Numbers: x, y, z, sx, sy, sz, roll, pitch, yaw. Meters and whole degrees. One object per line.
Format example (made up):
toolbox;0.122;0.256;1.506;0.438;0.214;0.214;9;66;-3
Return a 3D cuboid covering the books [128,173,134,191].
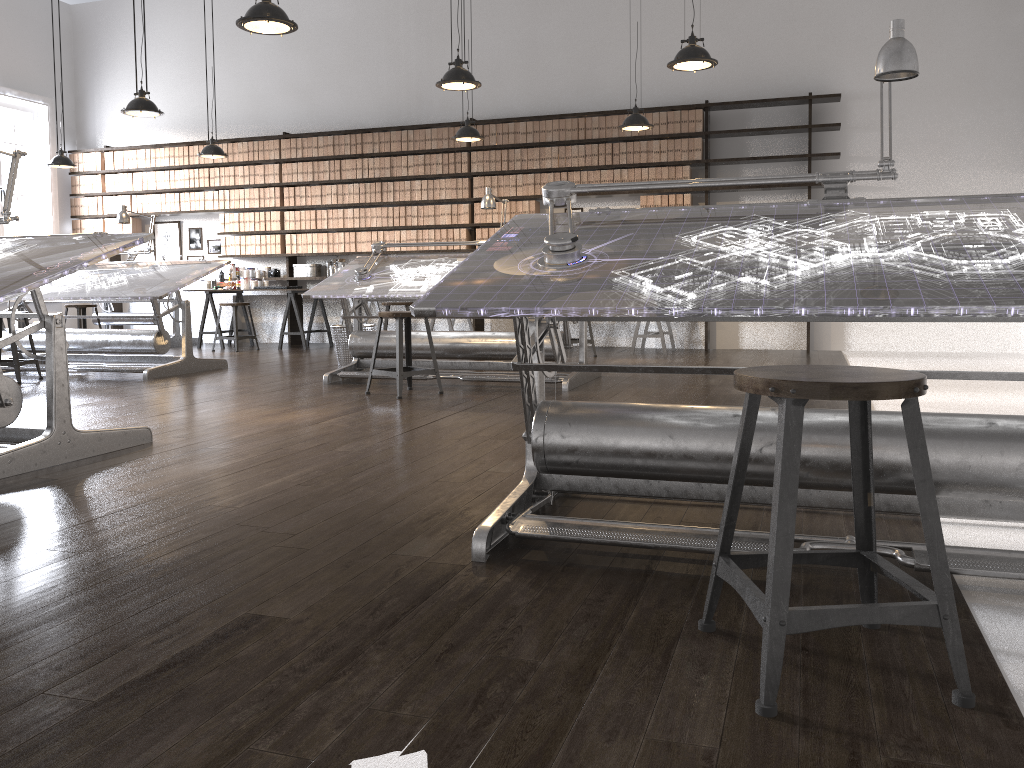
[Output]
books;-4.689;-2.501;11.021;0.067;0.225;0.175;1;5;18

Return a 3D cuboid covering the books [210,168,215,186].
books;-3.548;-2.472;10.647;0.067;0.225;0.175;1;5;18

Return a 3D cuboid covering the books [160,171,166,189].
books;-4.228;-2.490;10.870;0.067;0.225;0.175;1;5;18

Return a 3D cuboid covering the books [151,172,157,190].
books;-4.352;-2.492;10.908;0.067;0.225;0.175;1;5;18

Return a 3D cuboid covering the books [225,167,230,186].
books;-3.347;-2.467;10.579;0.067;0.225;0.175;1;5;18

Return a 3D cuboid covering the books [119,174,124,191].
books;-4.821;-2.505;11.068;0.067;0.225;0.175;1;5;18

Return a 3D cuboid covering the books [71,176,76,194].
books;-5.535;-2.529;11.306;0.067;0.225;0.175;1;5;18

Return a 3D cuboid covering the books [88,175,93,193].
books;-5.279;-2.522;11.216;0.067;0.225;0.175;1;5;18

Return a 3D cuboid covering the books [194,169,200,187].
books;-3.763;-2.478;10.716;0.067;0.225;0.175;1;5;18

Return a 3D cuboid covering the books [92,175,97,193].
books;-5.213;-2.521;11.200;0.067;0.225;0.175;1;5;18

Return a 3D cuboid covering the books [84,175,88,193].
books;-5.340;-2.524;11.241;0.067;0.225;0.175;1;5;18

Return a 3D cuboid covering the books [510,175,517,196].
books;0.040;-2.112;9.465;0.067;0.225;0.175;1;5;18

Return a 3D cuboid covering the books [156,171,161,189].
books;-4.287;-2.491;10.891;0.067;0.225;0.175;1;5;18

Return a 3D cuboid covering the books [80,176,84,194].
books;-5.401;-2.526;11.259;0.067;0.225;0.175;1;5;18

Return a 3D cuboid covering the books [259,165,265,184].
books;-2.894;-2.455;10.423;0.067;0.225;0.175;1;5;18

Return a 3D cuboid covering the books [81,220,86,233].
books;-5.400;-1.978;11.298;0.067;0.225;0.175;1;5;18

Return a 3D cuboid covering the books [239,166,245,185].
books;-3.160;-2.462;10.515;0.067;0.225;0.175;1;5;18

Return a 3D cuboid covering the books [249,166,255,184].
books;-3.024;-2.459;10.471;0.067;0.225;0.175;1;5;18

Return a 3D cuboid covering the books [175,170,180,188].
books;-4.025;-2.485;10.806;0.067;0.225;0.175;1;5;18

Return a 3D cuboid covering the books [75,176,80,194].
books;-5.470;-2.527;11.281;0.067;0.225;0.175;1;5;18

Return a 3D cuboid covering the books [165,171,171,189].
books;-4.160;-2.488;10.845;0.067;0.225;0.175;1;5;18

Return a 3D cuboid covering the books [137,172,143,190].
books;-4.550;-2.498;10.976;0.067;0.225;0.175;1;5;18

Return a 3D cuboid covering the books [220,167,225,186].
books;-3.414;-2.469;10.602;0.067;0.225;0.175;1;5;18

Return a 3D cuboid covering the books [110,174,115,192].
books;-4.951;-2.508;11.107;0.067;0.225;0.175;1;5;18

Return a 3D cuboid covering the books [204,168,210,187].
books;-3.621;-2.474;10.666;0.067;0.225;0.175;1;5;18

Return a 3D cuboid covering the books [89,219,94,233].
books;-5.280;-1.974;11.250;0.067;0.225;0.175;1;5;18

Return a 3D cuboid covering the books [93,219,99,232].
books;-5.212;-1.972;11.228;0.067;0.225;0.175;1;5;18

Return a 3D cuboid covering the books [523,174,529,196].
books;0.169;-2.109;9.425;0.067;0.225;0.175;1;5;18

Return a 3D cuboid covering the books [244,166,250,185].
books;-3.092;-2.460;10.490;0.067;0.225;0.175;1;5;18

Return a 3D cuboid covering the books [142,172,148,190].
books;-4.482;-2.496;10.957;0.067;0.225;0.175;1;5;18

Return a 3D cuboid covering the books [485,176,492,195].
books;-0.228;-2.118;9.553;0.067;0.225;0.175;1;5;18

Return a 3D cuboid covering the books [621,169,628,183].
books;1.172;-2.083;9.090;0.067;0.225;0.175;1;5;18

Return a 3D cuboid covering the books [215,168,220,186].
books;-3.482;-2.470;10.620;0.067;0.225;0.175;1;5;18

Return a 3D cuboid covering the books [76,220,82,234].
books;-5.472;-1.979;11.316;0.067;0.225;0.175;1;5;18

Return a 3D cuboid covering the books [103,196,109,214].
books;-5.054;-2.244;11.158;0.067;0.225;0.175;1;5;18

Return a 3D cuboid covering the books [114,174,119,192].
books;-4.882;-2.506;11.084;0.067;0.225;0.175;1;5;18

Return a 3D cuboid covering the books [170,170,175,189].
books;-4.092;-2.486;10.827;0.067;0.225;0.175;1;5;18

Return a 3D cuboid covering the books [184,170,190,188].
books;-3.893;-2.480;10.755;0.067;0.225;0.175;1;5;18

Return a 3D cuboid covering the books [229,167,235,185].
books;-3.285;-2.465;10.553;0.067;0.225;0.175;1;5;18

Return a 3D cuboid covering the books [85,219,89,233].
books;-5.339;-1.976;11.275;0.067;0.225;0.175;1;5;18

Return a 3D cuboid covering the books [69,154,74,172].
books;-5.549;-2.805;11.288;0.067;0.225;0.175;1;5;18

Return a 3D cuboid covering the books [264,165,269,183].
books;-2.829;-2.454;10.406;0.067;0.225;0.175;1;5;18

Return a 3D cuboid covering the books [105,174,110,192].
books;-5.018;-2.510;11.133;0.067;0.225;0.175;1;5;18

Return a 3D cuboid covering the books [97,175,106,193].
books;-5.145;-2.519;11.178;0.067;0.225;0.175;1;5;18

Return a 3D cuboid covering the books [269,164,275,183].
books;-2.770;-2.452;10.385;0.067;0.225;0.175;1;5;18

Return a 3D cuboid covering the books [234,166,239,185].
books;-3.220;-2.464;10.536;0.067;0.225;0.175;1;5;18

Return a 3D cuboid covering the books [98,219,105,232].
books;-5.142;-1.971;11.208;0.067;0.225;0.175;1;5;18

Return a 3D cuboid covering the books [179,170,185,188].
books;-3.960;-2.483;10.781;0.067;0.225;0.175;1;5;18

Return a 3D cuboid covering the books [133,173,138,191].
books;-4.616;-2.500;11.002;0.067;0.225;0.175;1;5;18

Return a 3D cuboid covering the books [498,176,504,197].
books;-0.091;-2.116;9.515;0.067;0.225;0.175;1;5;18

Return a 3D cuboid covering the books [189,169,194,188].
books;-3.824;-2.479;10.732;0.067;0.225;0.175;1;5;18

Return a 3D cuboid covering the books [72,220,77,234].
books;-5.542;-1.982;11.345;0.067;0.225;0.175;1;5;18

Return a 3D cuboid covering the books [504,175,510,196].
books;-0.026;-2.114;9.491;0.067;0.225;0.175;1;5;18

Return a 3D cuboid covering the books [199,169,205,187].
books;-3.690;-2.476;10.694;0.067;0.225;0.175;1;5;18

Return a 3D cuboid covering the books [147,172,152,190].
books;-4.414;-2.495;10.935;0.067;0.225;0.175;1;5;18

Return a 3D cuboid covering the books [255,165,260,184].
books;-2.958;-2.457;10.451;0.067;0.225;0.175;1;5;18

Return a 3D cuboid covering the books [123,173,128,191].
books;-4.758;-2.504;11.049;0.067;0.225;0.175;1;5;18
